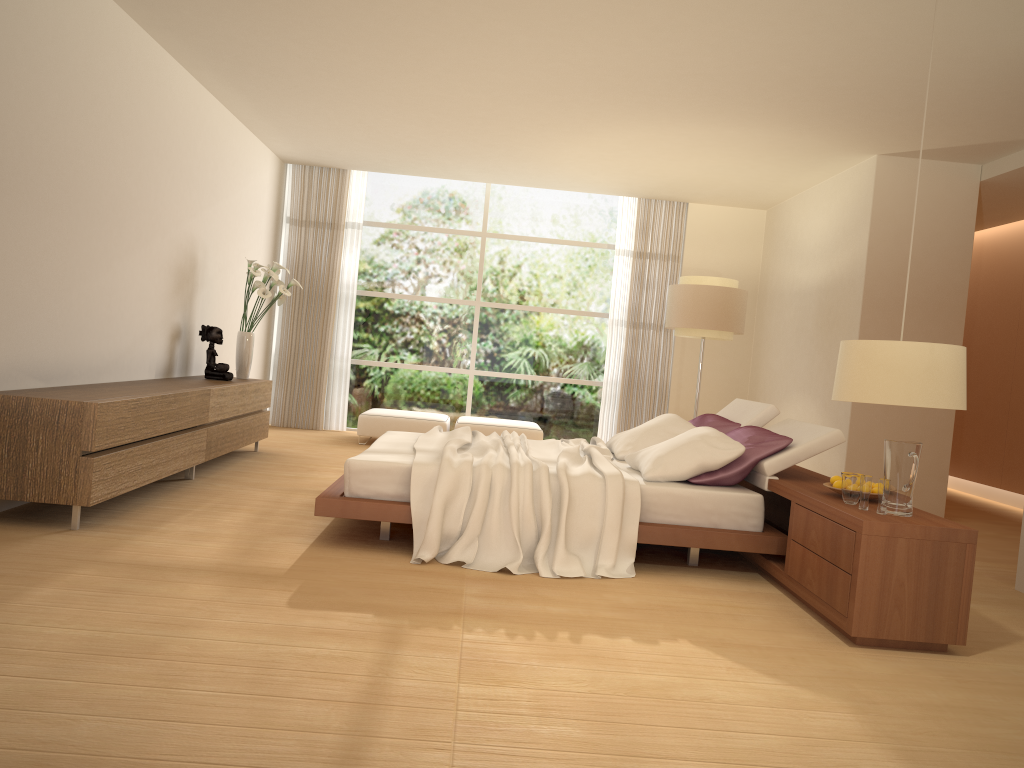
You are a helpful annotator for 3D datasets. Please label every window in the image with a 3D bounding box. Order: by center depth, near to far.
[{"bbox_3d":[-0.420,-0.983,10.857,4.781,3.371,0.071,5,2,-2],"label":"window"}]

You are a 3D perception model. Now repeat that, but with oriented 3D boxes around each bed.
[{"bbox_3d":[0.202,0.645,5.704,2.535,0.570,2.599,5,2,-2],"label":"bed"}]

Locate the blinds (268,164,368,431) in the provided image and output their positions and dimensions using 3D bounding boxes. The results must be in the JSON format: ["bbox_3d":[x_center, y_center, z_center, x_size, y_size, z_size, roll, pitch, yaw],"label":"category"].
[{"bbox_3d":[-2.307,-1.135,10.534,0.950,3.352,0.211,5,2,-3],"label":"blinds"}]

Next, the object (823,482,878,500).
[{"bbox_3d":[1.714,0.541,4.388,0.337,0.053,0.337,6,2,12],"label":"object"}]

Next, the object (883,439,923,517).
[{"bbox_3d":[1.737,0.418,3.952,0.159,0.328,0.227,4,2,-34],"label":"object"}]

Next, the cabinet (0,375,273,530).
[{"bbox_3d":[-2.473,0.335,6.335,0.588,0.662,3.713,5,2,-2],"label":"cabinet"}]

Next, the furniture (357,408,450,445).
[{"bbox_3d":[-1.191,0.495,9.914,0.965,0.346,0.964,5,2,-2],"label":"furniture"}]

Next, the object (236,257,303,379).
[{"bbox_3d":[-2.228,-0.575,7.960,0.515,1.085,0.608,3,3,-44],"label":"object"}]

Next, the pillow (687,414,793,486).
[{"bbox_3d":[1.258,0.398,5.776,0.575,0.369,1.683,5,2,-2],"label":"pillow"}]

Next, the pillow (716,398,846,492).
[{"bbox_3d":[1.591,0.355,5.795,0.461,0.457,1.779,5,2,-3],"label":"pillow"}]

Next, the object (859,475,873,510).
[{"bbox_3d":[1.596,0.491,4.008,0.052,0.154,0.052,6,2,16],"label":"object"}]

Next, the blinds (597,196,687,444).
[{"bbox_3d":[1.560,-0.787,10.617,0.814,3.351,0.202,5,2,-3],"label":"blinds"}]

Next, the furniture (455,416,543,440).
[{"bbox_3d":[-0.160,0.588,9.950,0.965,0.346,0.964,5,2,-2],"label":"furniture"}]

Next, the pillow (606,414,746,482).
[{"bbox_3d":[0.988,0.388,5.760,0.561,0.339,1.720,5,2,-2],"label":"pillow"}]

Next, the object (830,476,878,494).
[{"bbox_3d":[1.710,0.513,4.404,0.230,0.084,0.259,4,2,-32],"label":"object"}]

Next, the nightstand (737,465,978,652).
[{"bbox_3d":[1.610,0.784,5.808,0.493,0.539,4.220,5,2,-2],"label":"nightstand"}]

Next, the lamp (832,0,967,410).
[{"bbox_3d":[1.508,-1.112,3.186,0.451,2.399,0.451,5,2,-4],"label":"lamp"}]

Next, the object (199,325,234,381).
[{"bbox_3d":[-2.484,-0.262,7.468,0.282,0.453,0.181,5,2,-2],"label":"object"}]

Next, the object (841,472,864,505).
[{"bbox_3d":[1.596,0.492,4.164,0.110,0.141,0.110,7,2,40],"label":"object"}]

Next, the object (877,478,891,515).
[{"bbox_3d":[1.641,0.498,3.921,0.052,0.154,0.052,6,2,16],"label":"object"}]

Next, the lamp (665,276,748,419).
[{"bbox_3d":[1.863,-0.032,8.819,0.817,2.018,0.817,7,2,41],"label":"lamp"}]
